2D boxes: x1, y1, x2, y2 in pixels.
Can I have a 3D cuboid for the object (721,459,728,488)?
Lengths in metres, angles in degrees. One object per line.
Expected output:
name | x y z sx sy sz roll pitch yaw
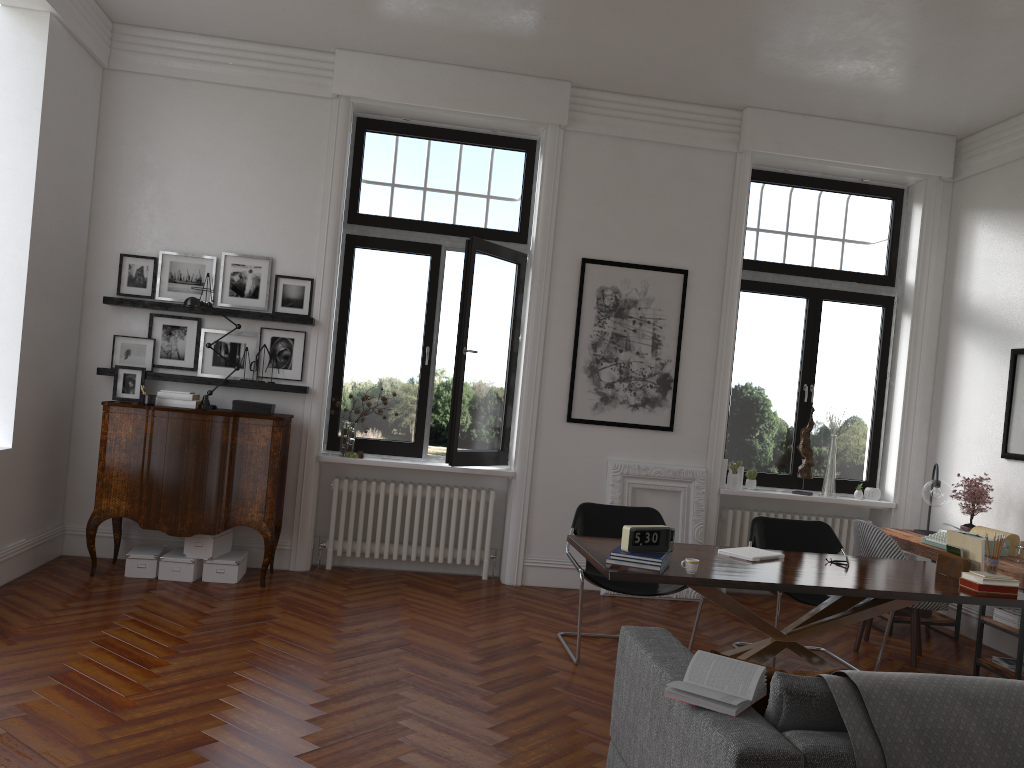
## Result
object | 1.780 0.751 7.467 0.051 0.238 0.051 6 1 27

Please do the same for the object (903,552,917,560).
object | 2.990 1.352 6.764 0.173 0.110 0.173 5 0 29

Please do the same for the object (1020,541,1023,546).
object | 3.432 1.110 5.903 0.058 0.113 0.075 5 0 -7

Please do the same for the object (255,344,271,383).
object | -1.891 -0.157 6.739 0.118 0.299 0.040 5 1 -7

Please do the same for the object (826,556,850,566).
object | 1.829 0.977 4.924 0.114 0.047 0.132 6 -1 -44

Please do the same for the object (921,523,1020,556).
object | 3.136 1.061 6.142 0.484 0.149 0.534 5 -1 -9

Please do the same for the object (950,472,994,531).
object | 3.372 0.900 6.508 0.289 0.529 0.308 6 0 38

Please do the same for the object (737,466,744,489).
object | 1.914 0.788 7.442 0.051 0.188 0.051 6 1 27

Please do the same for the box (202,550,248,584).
box | -2.084 1.332 6.450 0.245 0.177 0.394 5 0 -7

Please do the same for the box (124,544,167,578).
box | -2.631 1.279 6.378 0.209 0.177 0.394 5 0 -12

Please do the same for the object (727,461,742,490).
object | 1.845 0.753 7.369 0.102 0.244 0.098 5 0 -30

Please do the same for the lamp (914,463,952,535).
lamp | 3.204 0.878 6.742 0.207 0.550 0.442 5 0 16

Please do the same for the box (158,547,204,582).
box | -2.353 1.306 6.384 0.245 0.177 0.394 5 0 -2

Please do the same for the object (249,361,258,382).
object | -1.952 -0.094 6.697 0.066 0.161 0.040 5 1 -7

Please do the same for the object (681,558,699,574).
object | 0.846 0.866 4.218 0.082 0.065 0.064 5 0 13

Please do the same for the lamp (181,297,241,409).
lamp | -2.212 -0.214 6.499 0.491 0.802 0.174 5 1 -43

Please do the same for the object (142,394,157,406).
object | -2.532 0.114 6.187 0.091 0.077 0.091 5 0 -34

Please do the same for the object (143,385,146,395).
object | -2.559 0.077 6.198 0.046 0.139 0.010 5 1 -10

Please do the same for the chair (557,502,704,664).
chair | 0.696 1.217 5.404 0.753 0.873 0.745 5 0 -7

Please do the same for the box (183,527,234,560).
box | -2.197 1.145 6.431 0.209 0.177 0.394 5 0 3

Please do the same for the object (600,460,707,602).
object | 1.150 1.184 7.133 0.830 1.062 0.233 5 1 -7

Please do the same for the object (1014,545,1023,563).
object | 3.310 1.102 5.741 0.093 0.101 0.093 5 0 -16

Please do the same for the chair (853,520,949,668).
chair | 2.576 1.394 6.023 0.548 0.900 0.716 5 0 -15

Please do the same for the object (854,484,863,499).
object | 2.958 0.914 7.558 0.072 0.134 0.072 5 0 18

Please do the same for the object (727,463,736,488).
object | 1.847 0.769 7.456 0.051 0.213 0.051 6 1 27

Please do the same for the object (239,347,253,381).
object | -2.019 -0.150 6.714 0.124 0.260 0.040 5 1 -7

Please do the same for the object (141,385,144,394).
object | -2.562 0.070 6.174 0.050 0.119 0.010 5 1 -5

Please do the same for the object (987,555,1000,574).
object | 2.480 0.932 4.576 0.058 0.091 0.058 5 0 -20

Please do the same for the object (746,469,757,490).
object | 2.030 0.801 7.506 0.097 0.185 0.099 5 0 15

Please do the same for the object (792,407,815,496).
object | 2.490 0.564 7.498 0.165 0.754 0.143 6 1 35

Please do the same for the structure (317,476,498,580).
structure | -0.822 1.194 7.211 1.453 0.778 0.225 5 0 -7

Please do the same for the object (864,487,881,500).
object | 3.115 0.949 7.664 0.134 0.097 0.132 6 0 -37

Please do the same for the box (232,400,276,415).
box | -1.909 0.174 6.560 0.282 0.086 0.208 5 0 -7

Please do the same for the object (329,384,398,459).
object | -1.160 0.291 7.073 0.542 0.599 0.317 5 0 -37

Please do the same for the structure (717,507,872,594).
structure | 2.409 1.503 7.636 1.453 0.778 0.225 5 0 -7

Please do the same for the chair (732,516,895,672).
chair | 1.857 1.328 5.557 0.753 0.873 0.745 5 0 -7

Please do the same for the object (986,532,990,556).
object | 2.459 0.863 4.572 0.049 0.193 0.008 5 1 -3

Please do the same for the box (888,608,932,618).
box | 2.975 1.702 6.773 0.318 0.082 0.296 5 -1 -7

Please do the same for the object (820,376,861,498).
object | 2.782 0.440 7.507 0.296 1.054 0.289 5 1 -4

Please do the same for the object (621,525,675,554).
object | 0.670 0.762 4.354 0.276 0.125 0.082 6 0 -34

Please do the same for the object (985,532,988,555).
object | 2.468 0.864 4.597 0.008 0.193 0.049 5 1 -38

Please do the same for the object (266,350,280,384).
object | -1.828 -0.133 6.776 0.110 0.262 0.040 5 1 -7

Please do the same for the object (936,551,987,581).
object | 2.457 0.973 4.839 0.150 0.166 0.228 5 0 -7
